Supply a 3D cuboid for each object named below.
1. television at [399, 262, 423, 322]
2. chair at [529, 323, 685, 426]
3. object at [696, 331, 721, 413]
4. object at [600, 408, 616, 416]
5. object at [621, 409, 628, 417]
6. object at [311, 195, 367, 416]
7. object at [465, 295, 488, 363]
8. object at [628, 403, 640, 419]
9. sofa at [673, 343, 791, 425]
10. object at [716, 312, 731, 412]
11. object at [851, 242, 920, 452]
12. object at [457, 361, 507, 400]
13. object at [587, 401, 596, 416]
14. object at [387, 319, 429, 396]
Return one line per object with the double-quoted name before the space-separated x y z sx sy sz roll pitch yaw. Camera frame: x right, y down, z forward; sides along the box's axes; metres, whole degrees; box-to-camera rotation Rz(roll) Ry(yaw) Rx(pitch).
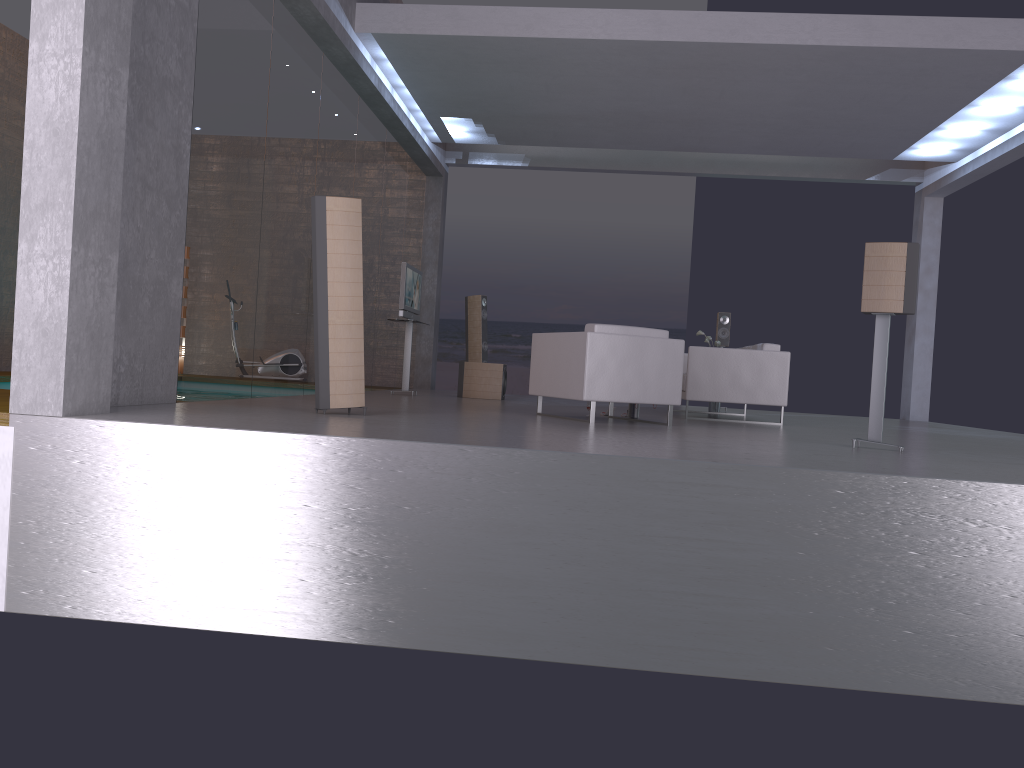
"television" -1.245 -1.121 10.954 0.054 0.644 1.000 4 1 5
"chair" 0.785 -0.092 7.640 0.936 0.808 1.026 3 1 -25
"object" 2.616 -0.155 11.507 0.387 1.051 0.400 4 1 43
"object" 0.919 0.263 8.540 0.079 0.087 0.235 3 1 -28
"object" 1.113 0.275 8.514 0.079 0.087 0.235 3 1 -17
"object" -1.194 -0.532 6.041 0.444 1.473 0.244 3 1 -40
"object" -0.542 -0.583 13.203 0.444 1.469 0.244 4 1 30
"object" 1.148 0.105 8.295 0.109 0.435 0.109 4 1 32
"sofa" 2.359 -0.036 10.058 1.026 0.824 2.353 4 1 5
"object" 2.913 -0.305 12.369 0.243 1.363 0.333 4 1 11
"object" 2.468 -0.248 5.870 0.333 1.363 0.243 4 1 36
"object" -0.381 -0.044 11.509 0.604 0.459 0.514 4 1 5
"object" 0.751 0.182 8.369 0.091 0.233 0.091 4 1 33
"object" -1.295 -0.344 10.967 0.360 0.958 0.818 4 1 5
